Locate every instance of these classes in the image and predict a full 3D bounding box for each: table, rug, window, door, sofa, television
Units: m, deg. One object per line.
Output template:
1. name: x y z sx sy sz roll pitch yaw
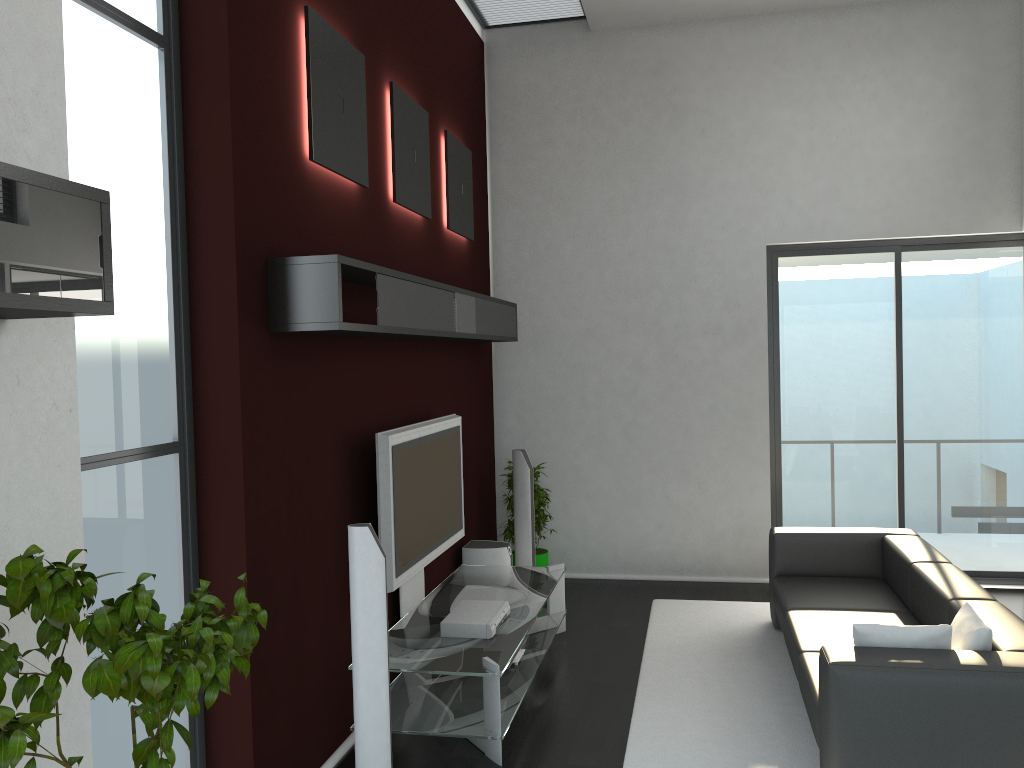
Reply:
1. table: -0.222 1.162 5.075 0.771 1.093 2.046 -1 2 12
2. rug: 1.604 1.669 4.695 1.875 0.009 3.695 -1 2 12
3. window: -1.353 -0.451 2.949 0.025 4.400 0.800 -1 2 12
4. door: 3.053 0.217 6.984 1.900 2.600 0.050 -1 2 12
5. sofa: 1.931 1.320 4.627 0.943 0.652 2.781 -1 2 12
6. television: -0.505 0.622 5.089 0.099 0.807 1.436 -1 2 12

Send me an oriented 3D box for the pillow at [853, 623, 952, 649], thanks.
1. pillow: 1.581 1.136 3.620 0.376 0.358 0.186 -1 2 13

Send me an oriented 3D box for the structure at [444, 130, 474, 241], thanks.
1. structure: -0.392 -1.414 6.414 0.055 0.676 0.678 -1 2 12

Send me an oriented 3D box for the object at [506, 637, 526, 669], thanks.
1. object: -0.035 1.502 5.047 0.182 0.090 0.470 -1 2 12

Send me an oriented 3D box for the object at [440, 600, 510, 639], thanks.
1. object: -0.188 1.251 4.737 0.273 0.073 0.439 -1 2 12

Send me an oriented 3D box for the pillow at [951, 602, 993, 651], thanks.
1. pillow: 1.864 1.127 3.662 0.169 0.361 0.376 -1 2 14

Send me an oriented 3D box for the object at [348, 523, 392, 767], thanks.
1. object: -0.592 1.162 3.744 0.215 1.141 0.228 -2 2 -3

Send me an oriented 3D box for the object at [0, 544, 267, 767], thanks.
1. object: -0.820 1.065 1.699 0.646 1.515 0.994 -1 2 4

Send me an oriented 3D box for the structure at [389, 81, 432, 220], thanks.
1. structure: -0.618 -1.376 5.330 0.055 0.676 0.678 -1 2 12

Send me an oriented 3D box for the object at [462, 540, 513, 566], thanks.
1. object: -0.159 1.401 6.305 0.323 0.518 0.286 -1 2 12

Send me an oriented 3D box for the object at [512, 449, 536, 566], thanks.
1. object: 0.092 1.061 6.612 0.215 1.141 0.228 -1 2 27

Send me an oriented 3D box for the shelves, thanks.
1. shelves: -0.818 -0.366 3.657 0.305 0.301 6.988 -1 2 12

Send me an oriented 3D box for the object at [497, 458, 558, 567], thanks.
1. object: 0.107 1.107 7.081 0.507 1.068 0.599 -2 2 -3

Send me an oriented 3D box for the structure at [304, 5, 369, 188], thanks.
1. structure: -0.843 -1.339 4.246 0.055 0.676 0.678 -1 2 12
